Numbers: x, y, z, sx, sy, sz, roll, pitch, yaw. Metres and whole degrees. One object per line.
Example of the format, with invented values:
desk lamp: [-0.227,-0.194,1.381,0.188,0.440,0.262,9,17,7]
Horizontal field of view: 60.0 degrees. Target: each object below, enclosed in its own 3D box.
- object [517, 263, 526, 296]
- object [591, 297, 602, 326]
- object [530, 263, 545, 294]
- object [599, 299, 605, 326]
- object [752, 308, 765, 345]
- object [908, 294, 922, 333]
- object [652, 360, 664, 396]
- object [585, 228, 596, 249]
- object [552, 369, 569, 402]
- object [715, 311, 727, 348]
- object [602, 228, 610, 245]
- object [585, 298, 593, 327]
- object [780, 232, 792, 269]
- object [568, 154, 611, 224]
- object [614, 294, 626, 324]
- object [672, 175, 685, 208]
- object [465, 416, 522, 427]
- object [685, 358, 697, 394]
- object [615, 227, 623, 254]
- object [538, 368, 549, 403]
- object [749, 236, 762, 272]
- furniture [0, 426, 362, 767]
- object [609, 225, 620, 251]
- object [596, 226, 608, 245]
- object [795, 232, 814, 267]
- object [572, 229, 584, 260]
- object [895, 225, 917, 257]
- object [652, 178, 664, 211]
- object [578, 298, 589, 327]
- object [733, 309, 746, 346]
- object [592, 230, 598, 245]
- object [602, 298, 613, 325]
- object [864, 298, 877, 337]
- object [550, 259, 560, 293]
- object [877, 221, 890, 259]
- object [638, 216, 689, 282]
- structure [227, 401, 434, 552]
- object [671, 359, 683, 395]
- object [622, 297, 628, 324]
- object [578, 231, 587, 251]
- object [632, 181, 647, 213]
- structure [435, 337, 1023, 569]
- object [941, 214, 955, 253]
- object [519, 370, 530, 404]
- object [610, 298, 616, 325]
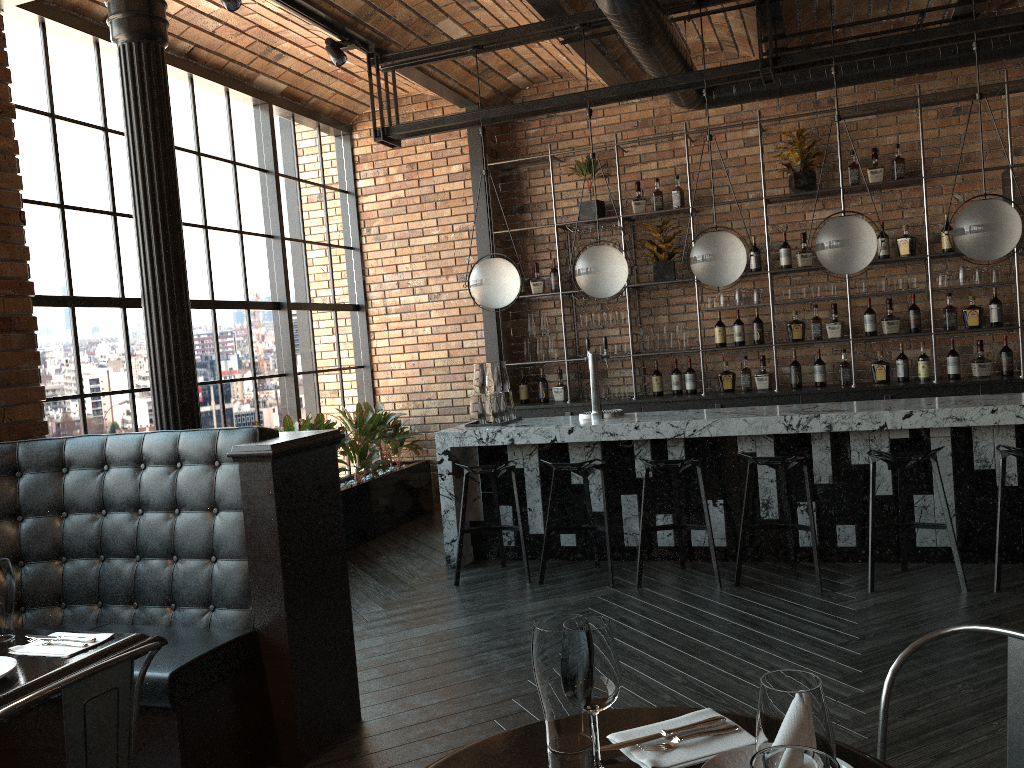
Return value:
object: [0.067,-0.911,7.784,0.086,0.298,0.086,-6,3,-21]
object: [0.705,-0.610,7.446,0.092,0.244,0.092,-3,3,26]
object: [0.220,-0.908,7.681,0.123,0.279,0.123,-4,3,9]
object: [0.761,-0.622,7.601,0.092,0.244,0.092,-3,3,26]
object: [1.970,-0.463,7.102,0.086,0.297,0.086,-6,3,-21]
object: [3.044,-0.533,6.710,0.086,0.299,0.086,-6,3,-21]
object: [1.214,-0.049,7.408,0.086,0.299,0.086,-6,3,-21]
object: [0.659,-1.180,7.420,0.092,0.244,0.092,-3,3,26]
object: [0.423,0.014,7.677,0.123,0.279,0.123,-3,3,34]
object: [1.692,-0.444,7.207,0.086,0.299,0.086,-6,3,-21]
object: [0.807,-1.198,7.541,0.092,0.244,0.092,-3,3,26]
object: [0.658,-0.615,7.639,0.092,0.244,0.092,-3,3,26]
object: [2.158,-1.047,6.995,0.086,0.298,0.086,-6,3,-21]
object: [0.664,-1.651,7.509,0.377,0.554,0.422,-4,3,8]
object: [0.895,-0.622,7.377,0.092,0.244,0.092,-3,3,26]
object: [1.355,-1.559,7.239,0.083,0.282,0.083,-3,3,35]
object: [-0.124,0.260,6.089,0.273,0.019,0.437,-4,3,20]
object: [1.473,-0.067,7.315,0.086,0.298,0.086,-6,3,-21]
object: [0.905,-1.204,7.506,0.092,0.244,0.092,-3,3,26]
object: [0.271,0.014,7.720,0.086,0.297,0.086,-7,3,-36]
object: [1.941,-1.032,7.081,0.086,0.298,0.086,-6,3,-21]
furniture: [-2.462,0.972,1.292,1.979,1.212,5.451,-4,3,20]
object: [0.849,-1.193,7.351,0.092,0.244,0.092,-3,3,26]
object: [0.752,-1.186,7.387,0.092,0.244,0.092,-3,3,26]
object: [2.284,-1.043,6.928,0.123,0.279,0.123,-4,3,9]
object: [0.556,-1.174,7.458,0.092,0.244,0.092,-3,3,26]
object: [2.976,-1.073,6.690,0.094,0.248,0.151,-7,3,-41]
object: [1.199,-1.549,7.296,0.083,0.282,0.083,-4,3,5]
object: [0.602,-0.603,7.484,0.092,0.244,0.092,-3,3,26]
object: [1.837,-0.456,7.180,0.086,0.298,0.086,-6,3,-21]
object: [0.714,-1.192,7.575,0.092,0.244,0.092,-3,3,26]
object: [0.798,-0.616,7.412,0.092,0.244,0.092,-3,3,26]
object: [2.754,-0.514,6.820,0.086,0.298,0.086,-6,3,-21]
object: [0.371,-0.930,7.644,0.086,0.299,0.086,-6,3,-21]
object: [2.834,-1.092,6.773,0.086,0.298,0.086,-6,3,-21]
object: [1.247,-1.098,7.282,0.430,0.526,0.425,-3,3,32]
structure: [-1.603,0.755,6.104,0.757,1.072,4.107,-4,3,19]
object: [1.370,-0.061,7.378,0.086,0.298,0.086,-6,3,-21]
object: [0.951,-0.634,7.532,0.092,0.244,0.092,-3,3,26]
object: [0.611,-1.185,7.613,0.092,0.244,0.092,-3,3,26]
object: [1.052,-1.537,7.351,0.123,0.279,0.123,-4,3,9]
structure: [2.346,0.268,5.762,5.346,1.430,1.930,-4,3,20]
object: [3.242,-1.116,6.598,0.086,0.299,0.086,-6,3,-21]
object: [0.103,0.024,7.814,0.086,0.299,0.086,-6,3,-21]
object: [0.854,-0.628,7.567,0.092,0.244,0.092,-3,3,26]
